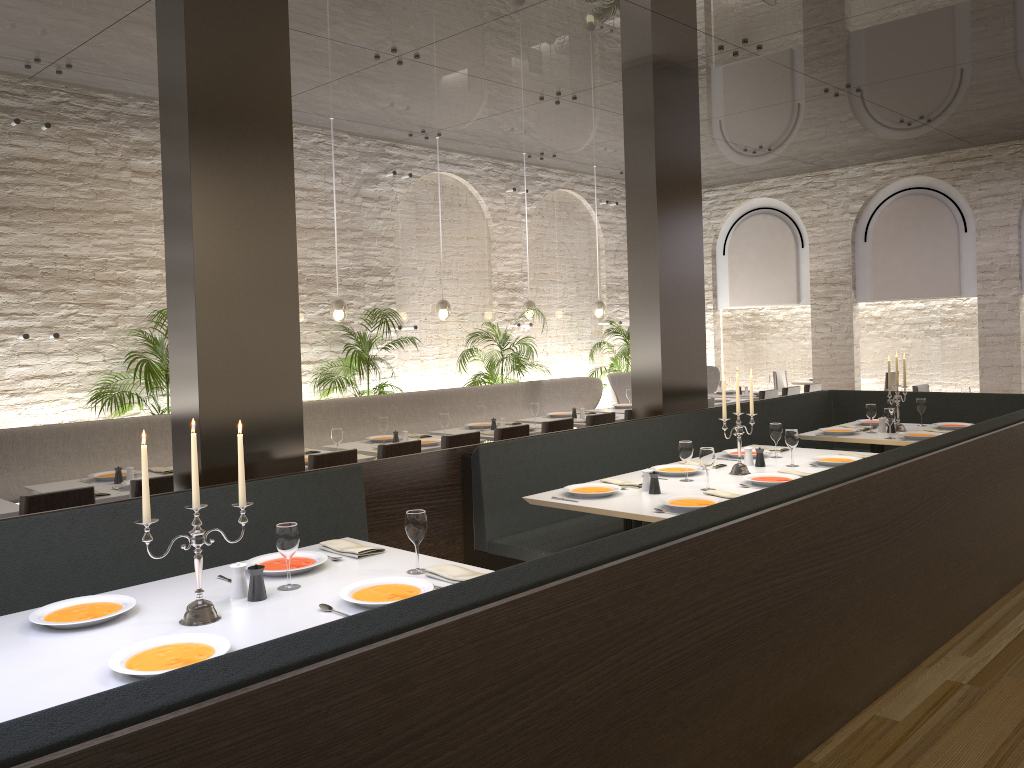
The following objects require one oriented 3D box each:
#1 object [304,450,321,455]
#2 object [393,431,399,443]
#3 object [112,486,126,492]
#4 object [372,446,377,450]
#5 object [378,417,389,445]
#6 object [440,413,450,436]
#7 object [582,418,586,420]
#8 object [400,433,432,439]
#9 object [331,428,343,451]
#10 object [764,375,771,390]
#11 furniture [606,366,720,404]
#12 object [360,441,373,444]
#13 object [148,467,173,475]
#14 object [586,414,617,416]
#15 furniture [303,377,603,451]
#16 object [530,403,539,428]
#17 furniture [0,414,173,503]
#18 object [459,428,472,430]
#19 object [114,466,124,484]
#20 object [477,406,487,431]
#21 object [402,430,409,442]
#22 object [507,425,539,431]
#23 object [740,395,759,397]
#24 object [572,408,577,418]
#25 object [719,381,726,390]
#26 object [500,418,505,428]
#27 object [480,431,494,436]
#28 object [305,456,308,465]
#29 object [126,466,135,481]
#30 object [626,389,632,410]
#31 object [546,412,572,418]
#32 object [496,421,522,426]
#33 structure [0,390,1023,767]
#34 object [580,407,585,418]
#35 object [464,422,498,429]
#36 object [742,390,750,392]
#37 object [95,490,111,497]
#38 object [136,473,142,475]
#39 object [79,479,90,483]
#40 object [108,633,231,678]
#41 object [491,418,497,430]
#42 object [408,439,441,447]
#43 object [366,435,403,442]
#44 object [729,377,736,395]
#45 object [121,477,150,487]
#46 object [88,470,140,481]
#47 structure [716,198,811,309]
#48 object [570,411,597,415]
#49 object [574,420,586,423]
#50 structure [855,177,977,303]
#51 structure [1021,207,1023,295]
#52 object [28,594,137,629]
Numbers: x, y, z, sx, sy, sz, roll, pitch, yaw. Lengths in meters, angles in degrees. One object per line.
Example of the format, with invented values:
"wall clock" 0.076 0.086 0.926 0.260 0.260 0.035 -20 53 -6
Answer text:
"object" -1.657 0.536 7.041 0.273 0.033 0.143 1 4 44
"object" -0.974 0.445 7.428 0.059 0.109 0.059 -1 2 35
"object" -2.434 0.651 5.488 0.038 0.015 0.181 -5 4 -45
"object" -0.965 0.515 7.015 0.273 0.033 0.143 1 4 44
"object" -1.067 0.391 7.376 0.086 0.230 0.086 -2 1 2
"object" -0.570 0.366 7.527 0.086 0.230 0.086 -3 2 -40
"object" 0.769 0.355 8.827 0.038 0.015 0.181 -5 4 -45
"object" -0.852 0.461 7.881 0.273 0.033 0.143 1 4 44
"object" -1.295 0.444 6.577 0.086 0.230 0.086 -2 1 -4
"object" 3.351 0.005 11.614 0.086 0.230 0.086 -2 1 -16
"furniture" 2.195 0.359 11.777 0.707 1.096 2.588 0 3 44
"object" -1.231 0.498 7.517 0.185 0.010 0.017 1 4 44
"object" -2.441 0.608 6.224 0.273 0.033 0.143 1 4 44
"object" 0.899 0.336 8.955 0.321 0.036 0.322 -1 3 22
"furniture" -0.349 0.594 9.125 0.708 1.096 4.481 0 3 44
"object" 0.216 0.294 8.346 0.086 0.230 0.086 -2 1 -4
"furniture" -3.559 0.890 5.778 0.708 1.096 4.481 0 3 44
"object" -0.428 0.424 8.355 0.185 0.010 0.017 1 4 44
"object" -2.562 0.592 5.771 0.059 0.109 0.059 -1 2 35
"object" -0.282 0.319 8.195 0.086 0.230 0.086 -2 1 -4
"object" -0.891 0.443 7.412 0.059 0.109 0.059 -1 2 35
"object" 0.088 0.411 8.111 0.321 0.036 0.322 -1 3 22
"object" 2.975 0.151 11.122 0.273 0.033 0.143 1 4 44
"object" 0.640 0.296 9.110 0.059 0.109 0.059 -1 2 35
"object" 2.571 0.077 10.801 0.086 0.230 0.086 -2 1 -16
"object" -0.088 0.369 8.250 0.059 0.109 0.059 -1 2 35
"object" -0.161 0.441 7.852 0.273 0.033 0.143 1 4 44
"object" -1.520 0.559 6.434 0.321 0.036 0.322 -2 3 -11
"object" -2.480 0.590 5.756 0.059 0.109 0.059 -1 2 35
"object" 1.314 0.172 9.859 0.086 0.230 0.086 -2 1 -16
"object" 0.512 0.327 9.329 0.321 0.036 0.322 -1 3 22
"object" -0.048 0.387 8.719 0.273 0.033 0.143 1 4 44
"structure" 0.261 0.904 4.204 2.372 1.000 10.761 1 4 44
"object" 0.723 0.294 9.095 0.059 0.109 0.059 -1 2 35
"object" -0.298 0.402 8.484 0.321 0.036 0.322 -1 3 22
"object" 3.088 0.098 11.988 0.273 0.033 0.143 1 4 44
"object" -2.554 0.661 5.358 0.273 0.033 0.143 1 4 44
"object" -2.570 0.619 6.120 0.038 0.015 0.181 -5 4 -45
"object" -2.820 0.644 5.861 0.185 0.010 0.017 1 4 44
"object" -0.953 0.767 2.476 0.321 0.036 0.322 -1 3 20
"object" -0.170 0.371 8.266 0.059 0.109 0.059 -1 2 35
"object" -0.715 0.485 7.273 0.321 0.036 0.322 0 4 26
"object" -1.101 0.476 7.647 0.321 0.036 0.322 0 4 26
"object" 2.853 0.030 11.464 0.086 0.230 0.086 -2 1 -16
"object" -2.304 0.631 5.616 0.321 0.036 0.322 -1 3 22
"object" -2.690 0.623 5.990 0.321 0.036 0.322 -1 3 22
"structure" 3.864 -2.023 13.675 1.633 1.673 0.098 0 2 44
"object" 0.762 0.313 9.563 0.273 0.033 0.143 1 4 44
"object" 0.649 0.366 8.697 0.273 0.033 0.143 1 4 44
"structure" 5.495 -1.986 12.110 1.633 1.673 0.098 0 2 44
"structure" 7.024 -1.952 10.642 1.633 1.673 0.098 0 2 44
"object" -1.409 0.757 2.917 0.321 0.036 0.322 -1 3 20
